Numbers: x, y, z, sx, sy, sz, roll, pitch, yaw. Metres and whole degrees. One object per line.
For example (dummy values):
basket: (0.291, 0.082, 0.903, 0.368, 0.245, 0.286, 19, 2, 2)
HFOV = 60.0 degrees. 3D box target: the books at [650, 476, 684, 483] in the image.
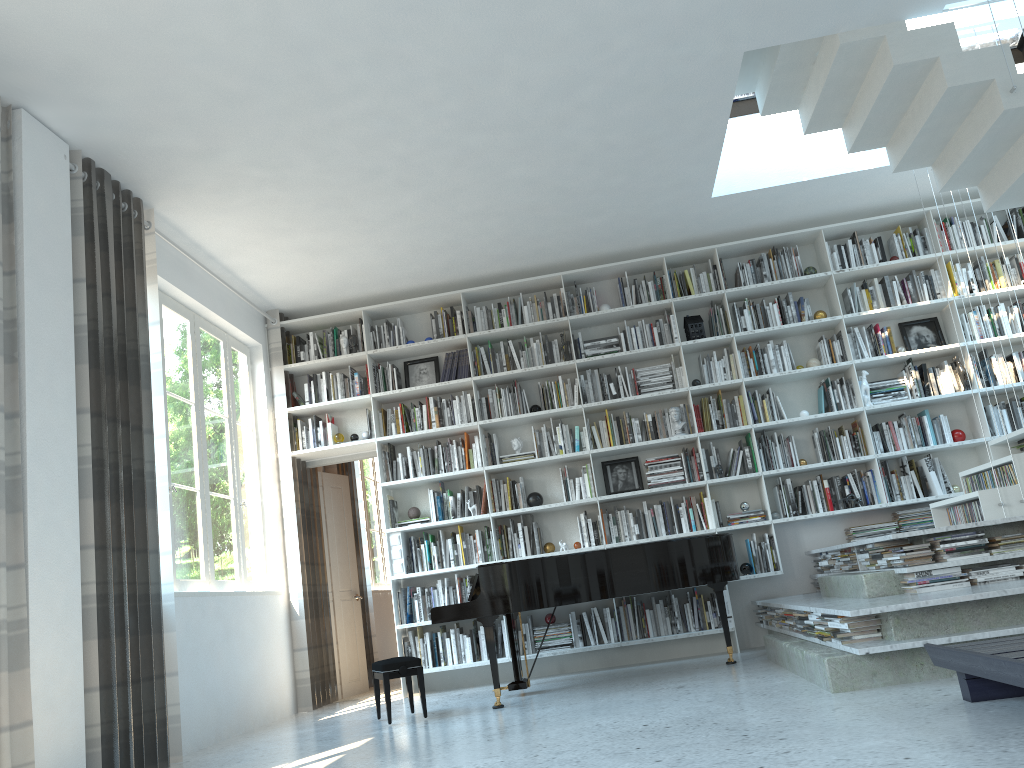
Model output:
books: (1.212, 0.761, 6.979, 0.254, 0.012, 0.161, -8, -14, 0)

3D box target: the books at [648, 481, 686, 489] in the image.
books: (1.217, 0.796, 6.970, 0.285, 0.012, 0.160, -8, -14, 0)

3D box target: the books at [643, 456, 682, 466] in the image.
books: (1.190, 0.611, 7.014, 0.285, 0.012, 0.160, -8, -14, 0)

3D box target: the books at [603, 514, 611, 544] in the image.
books: (0.748, 1.146, 6.963, 0.029, 0.243, 0.154, -9, -13, 5)

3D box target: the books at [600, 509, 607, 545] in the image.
books: (0.725, 1.130, 6.972, 0.012, 0.284, 0.160, -9, -13, 5)

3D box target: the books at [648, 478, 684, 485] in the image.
books: (1.213, 0.773, 6.976, 0.285, 0.012, 0.160, -11, -14, 10)

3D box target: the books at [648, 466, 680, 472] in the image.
books: (1.201, 0.682, 7.002, 0.254, 0.012, 0.161, -10, -14, 8)

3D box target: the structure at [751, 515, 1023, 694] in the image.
structure: (2.954, 1.131, 5.211, 2.900, 0.657, 3.121, -9, -14, 5)

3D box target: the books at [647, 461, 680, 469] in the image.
books: (1.196, 0.647, 7.010, 0.254, 0.012, 0.161, -9, -14, 2)

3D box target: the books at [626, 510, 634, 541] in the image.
books: (0.923, 1.117, 6.950, 0.021, 0.244, 0.142, -9, -13, 5)

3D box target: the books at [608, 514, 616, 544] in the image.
books: (0.785, 1.140, 6.941, 0.027, 0.233, 0.168, -9, -13, 5)

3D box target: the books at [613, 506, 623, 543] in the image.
books: (0.835, 1.111, 6.971, 0.027, 0.290, 0.141, -9, -13, 5)

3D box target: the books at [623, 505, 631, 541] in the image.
books: (0.901, 1.098, 6.938, 0.013, 0.281, 0.166, -9, -13, 5)

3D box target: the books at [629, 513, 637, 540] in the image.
books: (0.944, 1.122, 6.924, 0.023, 0.217, 0.175, -9, -13, 5)

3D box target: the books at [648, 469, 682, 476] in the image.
books: (1.204, 0.704, 6.992, 0.254, 0.012, 0.161, -8, -14, 0)

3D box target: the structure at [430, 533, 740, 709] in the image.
structure: (0.566, 1.510, 5.748, 1.918, 0.830, 1.338, -9, -14, 5)

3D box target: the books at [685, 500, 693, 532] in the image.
books: (1.376, 1.037, 6.911, 0.014, 0.255, 0.145, -9, -13, 5)

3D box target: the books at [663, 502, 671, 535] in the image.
books: (1.205, 1.059, 6.914, 0.010, 0.261, 0.181, -9, -13, 5)

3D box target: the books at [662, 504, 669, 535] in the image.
books: (1.197, 1.068, 6.925, 0.011, 0.251, 0.158, -9, -13, 5)

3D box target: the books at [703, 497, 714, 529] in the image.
books: (1.518, 1.011, 6.870, 0.033, 0.245, 0.176, -9, -13, 5)

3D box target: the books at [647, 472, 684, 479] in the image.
books: (1.208, 0.729, 6.993, 0.285, 0.012, 0.160, -10, -14, 7)

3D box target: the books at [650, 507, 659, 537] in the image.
books: (1.112, 1.088, 6.925, 0.031, 0.236, 0.159, -9, -13, 5)

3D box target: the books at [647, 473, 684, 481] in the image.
books: (1.210, 0.741, 6.993, 0.285, 0.012, 0.160, -10, -14, 6)

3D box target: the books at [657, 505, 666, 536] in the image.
books: (1.163, 1.073, 6.910, 0.026, 0.244, 0.191, -9, -13, 5)

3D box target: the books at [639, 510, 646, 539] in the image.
books: (1.019, 1.106, 6.931, 0.013, 0.229, 0.139, -9, -13, 5)

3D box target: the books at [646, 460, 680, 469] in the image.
books: (1.194, 0.634, 7.011, 0.254, 0.012, 0.161, -8, -14, 1)

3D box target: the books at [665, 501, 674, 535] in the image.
books: (1.223, 1.053, 6.906, 0.028, 0.264, 0.162, -9, -13, 5)

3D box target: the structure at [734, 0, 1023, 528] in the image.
structure: (2.808, -0.605, 5.214, 2.614, 3.373, 1.959, -9, -13, 5)

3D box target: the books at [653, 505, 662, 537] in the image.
books: (1.141, 1.078, 6.939, 0.025, 0.254, 0.136, -9, -13, 5)

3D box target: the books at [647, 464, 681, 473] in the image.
books: (1.199, 0.670, 7.005, 0.254, 0.012, 0.161, -9, -14, 2)

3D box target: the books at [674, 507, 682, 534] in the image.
books: (1.285, 1.072, 6.896, 0.024, 0.206, 0.183, -9, -13, 5)

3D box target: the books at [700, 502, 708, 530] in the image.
books: (1.488, 1.032, 6.875, 0.011, 0.216, 0.166, -9, -13, 5)

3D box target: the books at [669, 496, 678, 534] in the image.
books: (1.261, 1.032, 6.911, 0.012, 0.296, 0.178, -9, -13, 5)

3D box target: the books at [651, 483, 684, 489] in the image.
books: (1.219, 0.809, 6.974, 0.254, 0.012, 0.161, -10, -14, 7)

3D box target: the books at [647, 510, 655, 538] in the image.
books: (1.088, 1.102, 6.933, 0.025, 0.220, 0.140, -9, -13, 5)

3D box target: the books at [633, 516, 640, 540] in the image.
books: (0.971, 1.133, 6.913, 0.029, 0.183, 0.175, -9, -14, 5)

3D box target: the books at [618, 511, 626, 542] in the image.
books: (0.862, 1.127, 6.959, 0.024, 0.247, 0.132, -9, -13, 5)

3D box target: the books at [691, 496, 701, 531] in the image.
books: (1.426, 1.018, 6.896, 0.026, 0.271, 0.175, -9, -13, 5)

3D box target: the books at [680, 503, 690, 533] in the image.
books: (1.343, 1.048, 6.893, 0.023, 0.234, 0.175, -9, -13, 5)

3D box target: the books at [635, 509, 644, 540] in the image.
books: (0.997, 1.104, 6.924, 0.029, 0.237, 0.166, -9, -13, 5)

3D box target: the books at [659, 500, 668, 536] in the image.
books: (1.183, 1.055, 6.936, 0.014, 0.285, 0.135, -9, -13, 5)

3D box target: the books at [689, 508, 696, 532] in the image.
books: (1.396, 1.063, 6.877, 0.023, 0.182, 0.169, -9, -14, 5)

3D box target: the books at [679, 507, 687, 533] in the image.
books: (1.322, 1.066, 6.891, 0.023, 0.204, 0.167, -9, -13, 5)

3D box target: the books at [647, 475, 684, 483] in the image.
books: (1.212, 0.753, 6.993, 0.285, 0.012, 0.160, -9, -14, 5)

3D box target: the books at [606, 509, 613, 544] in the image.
books: (0.764, 1.126, 6.958, 0.011, 0.274, 0.146, -9, -13, 5)

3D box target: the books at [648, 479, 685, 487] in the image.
books: (1.216, 0.786, 6.982, 0.285, 0.012, 0.160, -9, -14, 4)

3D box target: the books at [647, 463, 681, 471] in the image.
books: (1.197, 0.658, 7.006, 0.254, 0.012, 0.161, -8, -14, 1)

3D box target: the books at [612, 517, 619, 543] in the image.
books: (0.813, 1.151, 6.948, 0.024, 0.208, 0.170, -9, -13, 5)

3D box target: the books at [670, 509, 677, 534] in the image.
books: (1.253, 1.082, 6.911, 0.021, 0.202, 0.128, -9, -13, 5)

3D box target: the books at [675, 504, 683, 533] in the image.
books: (1.303, 1.057, 6.908, 0.014, 0.234, 0.154, -9, -13, 5)

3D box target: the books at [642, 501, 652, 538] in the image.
books: (1.057, 1.070, 6.934, 0.026, 0.291, 0.152, -9, -13, 5)

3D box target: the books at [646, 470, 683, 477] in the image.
books: (1.205, 0.715, 6.989, 0.285, 0.012, 0.160, -11, -14, 10)

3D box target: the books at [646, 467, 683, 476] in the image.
books: (1.202, 0.692, 6.994, 0.285, 0.012, 0.160, -11, -14, 10)

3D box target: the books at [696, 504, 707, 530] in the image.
books: (1.463, 1.038, 6.876, 0.042, 0.211, 0.169, -9, -13, 5)

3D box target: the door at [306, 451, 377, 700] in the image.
door: (-1.276, 1.657, 7.678, 0.834, 1.975, 0.788, -9, -13, 5)

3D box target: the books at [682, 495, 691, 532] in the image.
books: (1.359, 1.019, 6.909, 0.014, 0.293, 0.137, -9, -13, 5)

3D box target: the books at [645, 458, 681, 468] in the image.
books: (1.193, 0.624, 7.018, 0.285, 0.012, 0.160, -10, -14, 7)

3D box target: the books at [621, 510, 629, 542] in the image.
books: (0.885, 1.120, 6.939, 0.027, 0.245, 0.179, -9, -13, 5)

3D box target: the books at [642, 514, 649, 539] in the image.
books: (1.038, 1.117, 6.913, 0.023, 0.196, 0.165, -9, -13, 5)
